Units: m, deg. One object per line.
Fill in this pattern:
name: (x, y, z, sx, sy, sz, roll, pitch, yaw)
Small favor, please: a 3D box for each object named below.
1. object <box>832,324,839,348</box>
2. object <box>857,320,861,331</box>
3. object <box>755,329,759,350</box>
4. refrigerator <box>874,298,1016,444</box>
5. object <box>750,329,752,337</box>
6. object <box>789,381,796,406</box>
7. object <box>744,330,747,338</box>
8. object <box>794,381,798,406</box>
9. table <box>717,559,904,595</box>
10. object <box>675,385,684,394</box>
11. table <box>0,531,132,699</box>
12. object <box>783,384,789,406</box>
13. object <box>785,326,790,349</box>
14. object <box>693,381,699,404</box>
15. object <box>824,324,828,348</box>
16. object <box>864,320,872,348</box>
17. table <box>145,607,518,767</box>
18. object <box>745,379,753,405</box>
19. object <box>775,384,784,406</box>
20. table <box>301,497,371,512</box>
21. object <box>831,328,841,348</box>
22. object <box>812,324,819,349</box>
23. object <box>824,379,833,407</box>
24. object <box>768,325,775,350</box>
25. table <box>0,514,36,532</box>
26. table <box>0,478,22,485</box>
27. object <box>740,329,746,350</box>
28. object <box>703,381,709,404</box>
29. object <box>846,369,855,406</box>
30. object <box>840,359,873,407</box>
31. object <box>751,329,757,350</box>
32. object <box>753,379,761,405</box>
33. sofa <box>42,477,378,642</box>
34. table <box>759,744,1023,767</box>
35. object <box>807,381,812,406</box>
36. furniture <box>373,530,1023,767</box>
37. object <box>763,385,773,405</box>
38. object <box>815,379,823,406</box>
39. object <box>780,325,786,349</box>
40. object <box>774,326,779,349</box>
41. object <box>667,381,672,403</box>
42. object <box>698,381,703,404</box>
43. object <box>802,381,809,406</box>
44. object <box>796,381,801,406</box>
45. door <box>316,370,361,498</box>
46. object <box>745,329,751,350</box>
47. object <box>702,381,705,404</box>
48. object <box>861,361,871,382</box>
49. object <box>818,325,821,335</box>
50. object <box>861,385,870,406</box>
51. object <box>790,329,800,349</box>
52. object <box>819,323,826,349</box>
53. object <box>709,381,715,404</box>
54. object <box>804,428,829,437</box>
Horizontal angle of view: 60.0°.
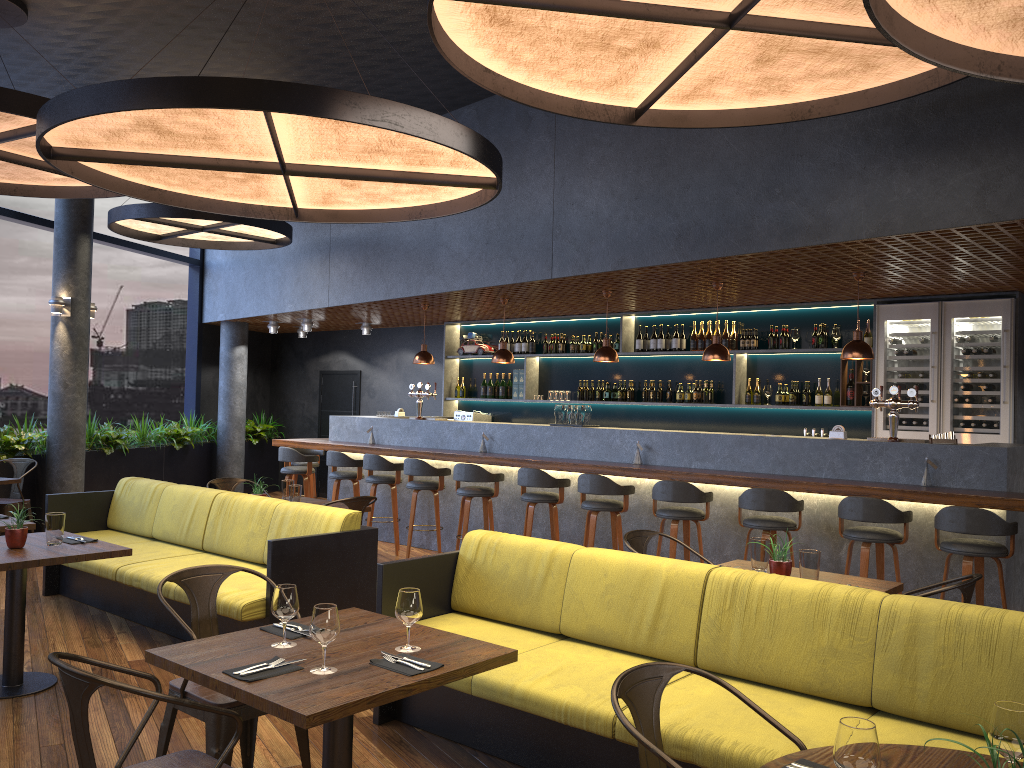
object: (3.271, -0.475, 8.974, 0.063, 0.254, 0.063, 2, -1, -42)
object: (3.420, -0.489, 8.758, 0.079, 0.281, 0.079, 2, -1, -41)
object: (2.599, -0.469, 9.437, 0.056, 0.227, 0.056, 0, -1, 42)
refrigerator: (3.985, 0.309, 8.159, 1.159, 2.109, 0.454, 0, -1, 40)
object: (2.551, -0.470, 9.477, 0.056, 0.227, 0.056, 1, -1, 2)
object: (2.870, 0.096, 9.078, 0.063, 0.254, 0.063, 0, -2, 43)
object: (2.506, -0.470, 9.516, 0.056, 0.227, 0.056, 0, -1, 42)
object: (2.917, 0.098, 9.143, 0.063, 0.254, 0.063, 2, -1, -22)
table: (1.341, 1.372, 4.433, 0.906, 0.763, 0.887, 0, -1, 40)
object: (1.909, 0.115, 10.113, 0.097, 0.206, 0.097, 2, -1, -18)
table: (-2.747, 1.278, 4.867, 0.906, 0.763, 0.887, 0, -1, 40)
object: (2.856, 0.114, 9.253, 0.088, 0.224, 0.088, 1, -1, 35)
object: (2.866, -0.480, 9.250, 0.063, 0.254, 0.063, 1, -1, 27)
object: (2.031, 0.089, 9.787, 0.063, 0.254, 0.063, 1, -1, 33)
object: (3.167, -0.478, 8.978, 0.063, 0.254, 0.063, 1, -1, 3)
object: (3.493, -0.488, 8.697, 0.079, 0.281, 0.079, 1, -1, 9)
table: (-0.618, 1.296, 3.043, 0.887, 0.763, 0.906, 0, -1, 40)
object: (2.536, 0.082, 9.487, 0.079, 0.281, 0.079, 0, -2, 44)
object: (2.774, 0.110, 9.180, 0.088, 0.224, 0.088, 1, -1, 10)
table: (-1.764, 1.345, 7.024, 0.887, 0.763, 0.906, 0, -1, 40)
object: (3.233, -0.455, 8.843, 0.097, 0.206, 0.097, 1, -1, 9)
object: (3.080, -0.480, 8.999, 0.063, 0.254, 0.063, 2, -1, -8)
object: (3.188, 0.086, 8.934, 0.079, 0.281, 0.079, 1, -1, 34)
object: (2.708, -0.484, 9.251, 0.063, 0.254, 0.063, 1, -1, 37)
table: (-3.737, 1.270, 5.704, 0.887, 0.763, 0.906, 0, -1, 40)
table: (-5.313, 1.281, 8.277, 0.887, 0.763, 0.906, 1, -1, 15)
object: (2.466, -0.472, 9.469, 0.056, 0.227, 0.056, 1, -1, 2)
object: (2.132, 0.090, 9.733, 0.063, 0.254, 0.063, 2, -2, -43)
object: (3.351, 0.036, 8.761, 0.091, 0.369, 0.092, 1, -1, 9)
object: (3.405, -0.010, 8.714, 0.300, 0.475, 0.161, 1, -1, 40)
object: (2.560, -0.471, 9.390, 0.056, 0.227, 0.056, 1, -1, 27)
object: (2.607, 0.082, 9.426, 0.079, 0.281, 0.079, 1, -1, 19)
sofa: (-2.345, 1.241, 6.300, 3.061, 0.914, 0.966, 0, -1, 40)
table: (0.971, 1.312, 1.814, 1.007, 0.760, 1.007, 2, -1, -12)
object: (3.044, 0.101, 9.111, 0.063, 0.254, 0.063, 2, -1, -42)
furniture: (1.402, 1.231, 0.959, 7.462, 0.914, 4.895, 1, -1, 35)
object: (2.682, 0.119, 9.291, 0.097, 0.206, 0.097, 1, -1, 9)
object: (3.116, 0.086, 8.995, 0.079, 0.281, 0.079, 1, -1, 14)
object: (2.806, -0.483, 9.178, 0.063, 0.254, 0.063, 1, -1, 12)
object: (2.777, -0.481, 9.324, 0.063, 0.254, 0.063, 1, -1, 2)
object: (1.807, 0.090, 10.167, 0.063, 0.254, 0.063, 1, -1, -2)
object: (2.092, 0.092, 9.862, 0.063, 0.254, 0.063, 2, -1, -22)
object: (2.997, 0.098, 9.042, 0.063, 0.254, 0.063, 1, -1, 3)
object: (2.964, 0.101, 9.212, 0.063, 0.254, 0.063, 1, -1, 3)
door: (-2.754, 0.811, 14.128, 1.012, 2.056, 0.137, 0, -1, 40)
object: (2.513, -0.472, 9.430, 0.056, 0.227, 0.056, 1, -1, 17)
object: (2.159, 0.094, 9.914, 0.063, 0.254, 0.063, 2, -1, -23)
object: (3.466, -0.120, 8.671, 0.097, 0.206, 0.097, 2, -1, -10)
object: (3.152, -0.476, 9.071, 0.063, 0.254, 0.063, 2, -1, -22)
object: (3.460, 0.114, 8.666, 0.097, 0.206, 0.097, 2, -1, -10)
object: (2.903, -0.459, 9.102, 0.097, 0.206, 0.097, 1, -1, 9)
object: (3.113, -0.481, 8.892, 0.063, 0.254, 0.063, 2, -1, -22)
object: (2.208, 0.093, 9.809, 0.063, 0.254, 0.063, 1, -1, 12)
object: (3.097, 0.695, 9.001, 0.310, 0.492, 0.204, 0, -1, 40)
